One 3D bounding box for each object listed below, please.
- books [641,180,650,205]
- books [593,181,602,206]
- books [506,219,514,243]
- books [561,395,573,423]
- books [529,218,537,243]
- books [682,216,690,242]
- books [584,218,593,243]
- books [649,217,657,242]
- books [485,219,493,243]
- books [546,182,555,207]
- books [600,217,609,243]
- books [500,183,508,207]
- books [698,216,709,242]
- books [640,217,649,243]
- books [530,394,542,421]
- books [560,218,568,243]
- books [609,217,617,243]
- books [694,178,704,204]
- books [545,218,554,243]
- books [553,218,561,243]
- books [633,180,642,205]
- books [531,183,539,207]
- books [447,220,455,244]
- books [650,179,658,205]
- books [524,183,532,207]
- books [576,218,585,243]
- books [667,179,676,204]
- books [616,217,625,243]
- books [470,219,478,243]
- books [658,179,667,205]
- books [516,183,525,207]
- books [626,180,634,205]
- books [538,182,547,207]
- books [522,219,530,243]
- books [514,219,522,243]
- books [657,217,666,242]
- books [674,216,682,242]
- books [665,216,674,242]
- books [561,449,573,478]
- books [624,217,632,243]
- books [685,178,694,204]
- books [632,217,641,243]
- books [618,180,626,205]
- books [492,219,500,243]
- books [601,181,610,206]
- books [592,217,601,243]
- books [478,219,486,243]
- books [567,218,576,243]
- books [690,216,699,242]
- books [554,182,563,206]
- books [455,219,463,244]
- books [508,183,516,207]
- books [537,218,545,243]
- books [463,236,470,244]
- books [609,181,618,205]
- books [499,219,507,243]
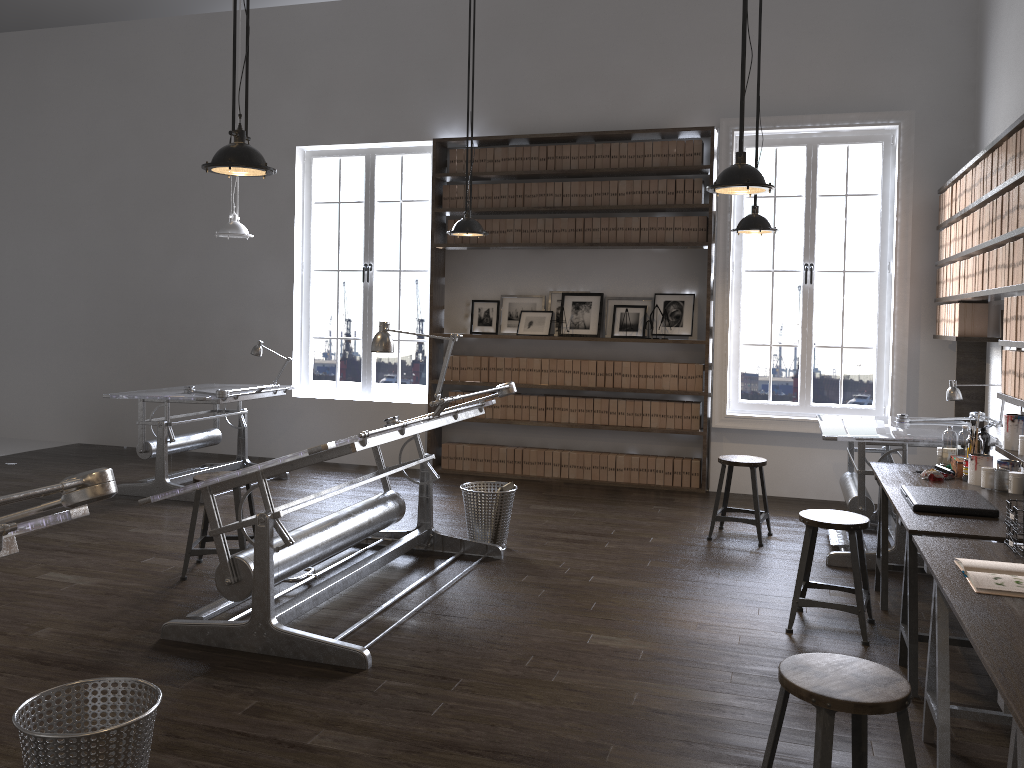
[{"bbox_3d":[1.147,-1.613,7.540,0.067,0.225,0.175,2,2,17],"label":"books"},{"bbox_3d":[0.757,-1.631,7.663,0.067,0.225,0.174,2,2,17],"label":"books"},{"bbox_3d":[0.007,-1.352,7.898,0.067,0.225,0.175,2,2,17],"label":"books"},{"bbox_3d":[0.486,0.219,7.770,0.067,0.225,0.175,2,2,17],"label":"books"},{"bbox_3d":[0.211,-1.343,7.838,0.067,0.225,0.174,2,2,17],"label":"books"},{"bbox_3d":[1.472,-1.287,7.437,0.067,0.225,0.175,2,2,17],"label":"books"},{"bbox_3d":[0.681,-1.322,7.691,0.067,0.225,0.175,2,2,17],"label":"books"},{"bbox_3d":[1.208,-1.299,7.525,0.067,0.225,0.175,2,2,17],"label":"books"},{"bbox_3d":[-0.180,-1.360,7.959,0.067,0.225,0.175,2,2,17],"label":"books"},{"bbox_3d":[0.355,-1.648,7.780,0.067,0.225,0.175,2,2,17],"label":"books"},{"bbox_3d":[0.816,-1.316,7.648,0.067,0.225,0.174,2,2,17],"label":"books"},{"bbox_3d":[-0.046,-1.665,7.908,0.067,0.225,0.174,2,2,17],"label":"books"},{"bbox_3d":[1.601,-1.282,7.403,0.067,0.225,0.175,2,2,17],"label":"books"},{"bbox_3d":[1.139,-1.302,7.542,0.067,0.225,0.175,2,2,17],"label":"books"},{"bbox_3d":[0.214,0.207,7.857,0.067,0.225,0.174,2,2,17],"label":"books"},{"bbox_3d":[0.475,-1.331,7.753,0.067,0.225,0.175,2,2,17],"label":"books"},{"bbox_3d":[0.884,-1.313,7.627,0.067,0.225,0.175,2,2,17],"label":"books"},{"bbox_3d":[1.565,-1.595,7.407,0.067,0.225,0.175,2,2,17],"label":"books"},{"bbox_3d":[0.345,-1.336,7.789,0.067,0.225,0.175,2,2,17],"label":"books"},{"bbox_3d":[0.413,-1.333,7.767,0.067,0.225,0.175,2,2,17],"label":"books"},{"bbox_3d":[1.081,-1.616,7.554,0.067,0.225,0.175,2,2,17],"label":"books"},{"bbox_3d":[0.227,-1.654,7.825,0.067,0.225,0.175,2,2,17],"label":"books"},{"bbox_3d":[-0.525,-1.375,8.067,0.067,0.225,0.175,2,2,17],"label":"books"},{"bbox_3d":[1.215,-1.610,7.519,0.067,0.225,0.174,2,2,17],"label":"books"},{"bbox_3d":[0.165,-1.656,7.847,0.067,0.225,0.175,2,2,17],"label":"books"},{"bbox_3d":[0.608,-1.325,7.708,0.067,0.225,0.175,2,2,17],"label":"books"},{"bbox_3d":[1.351,-1.604,7.477,0.067,0.225,0.175,2,2,17],"label":"books"},{"bbox_3d":[0.946,-1.310,7.601,0.067,0.225,0.175,2,2,17],"label":"books"},{"bbox_3d":[-0.317,-1.366,7.997,0.067,0.225,0.174,2,2,17],"label":"books"},{"bbox_3d":[1.282,-1.607,7.493,0.067,0.225,0.174,2,2,17],"label":"books"},{"bbox_3d":[0.093,-1.659,7.863,0.067,0.225,0.175,2,2,17],"label":"books"},{"bbox_3d":[1.019,-1.619,7.578,0.067,0.225,0.175,2,2,17],"label":"books"},{"bbox_3d":[0.286,-1.651,7.802,0.067,0.225,0.175,2,2,17],"label":"books"},{"bbox_3d":[0.144,-1.346,7.857,0.067,0.225,0.175,2,2,17],"label":"books"},{"bbox_3d":[0.076,-1.348,7.874,0.067,0.225,0.175,2,2,17],"label":"books"},{"bbox_3d":[1.275,-1.296,7.506,0.067,0.225,0.174,2,2,17],"label":"books"},{"bbox_3d":[1.408,-1.290,7.457,0.067,0.225,0.175,2,2,17],"label":"books"},{"bbox_3d":[1.340,-1.293,7.482,0.067,0.225,0.174,2,2,17],"label":"books"},{"bbox_3d":[0.483,0.700,7.781,0.067,0.225,0.175,2,2,17],"label":"books"},{"bbox_3d":[1.011,-1.308,7.586,0.067,0.225,0.175,2,2,17],"label":"books"},{"bbox_3d":[1.493,-1.598,7.432,0.067,0.225,0.175,2,2,17],"label":"books"},{"bbox_3d":[1.071,-1.305,7.566,0.067,0.225,0.175,2,2,17],"label":"books"},{"bbox_3d":[0.959,-1.621,7.596,0.067,0.225,0.175,2,2,17],"label":"books"},{"bbox_3d":[-0.118,-1.357,7.933,0.067,0.225,0.175,2,2,17],"label":"books"},{"bbox_3d":[0.823,-1.627,7.640,0.067,0.225,0.175,2,2,17],"label":"books"},{"bbox_3d":[0.747,-1.319,7.665,0.067,0.225,0.174,2,2,17],"label":"books"},{"bbox_3d":[-0.248,-1.363,7.980,0.067,0.225,0.174,2,2,17],"label":"books"},{"bbox_3d":[0.538,-1.328,7.735,0.067,0.225,0.175,2,2,17],"label":"books"},{"bbox_3d":[1.533,-1.285,7.422,0.067,0.225,0.175,2,2,17],"label":"books"},{"bbox_3d":[0.425,-1.645,7.762,0.067,0.225,0.174,2,2,17],"label":"books"},{"bbox_3d":[-0.456,-1.372,8.040,0.067,0.225,0.175,2,2,17],"label":"books"},{"bbox_3d":[0.023,-1.663,7.891,0.067,0.225,0.175,2,2,17],"label":"books"},{"bbox_3d":[0.276,-1.340,7.814,0.067,0.225,0.174,2,2,17],"label":"books"},{"bbox_3d":[-0.383,-1.369,8.023,0.067,0.225,0.175,2,2,17],"label":"books"},{"bbox_3d":[0.889,-1.624,7.615,0.067,0.225,0.175,2,2,17],"label":"books"},{"bbox_3d":[-0.053,-1.354,7.918,0.067,0.225,0.175,2,2,17],"label":"books"}]
